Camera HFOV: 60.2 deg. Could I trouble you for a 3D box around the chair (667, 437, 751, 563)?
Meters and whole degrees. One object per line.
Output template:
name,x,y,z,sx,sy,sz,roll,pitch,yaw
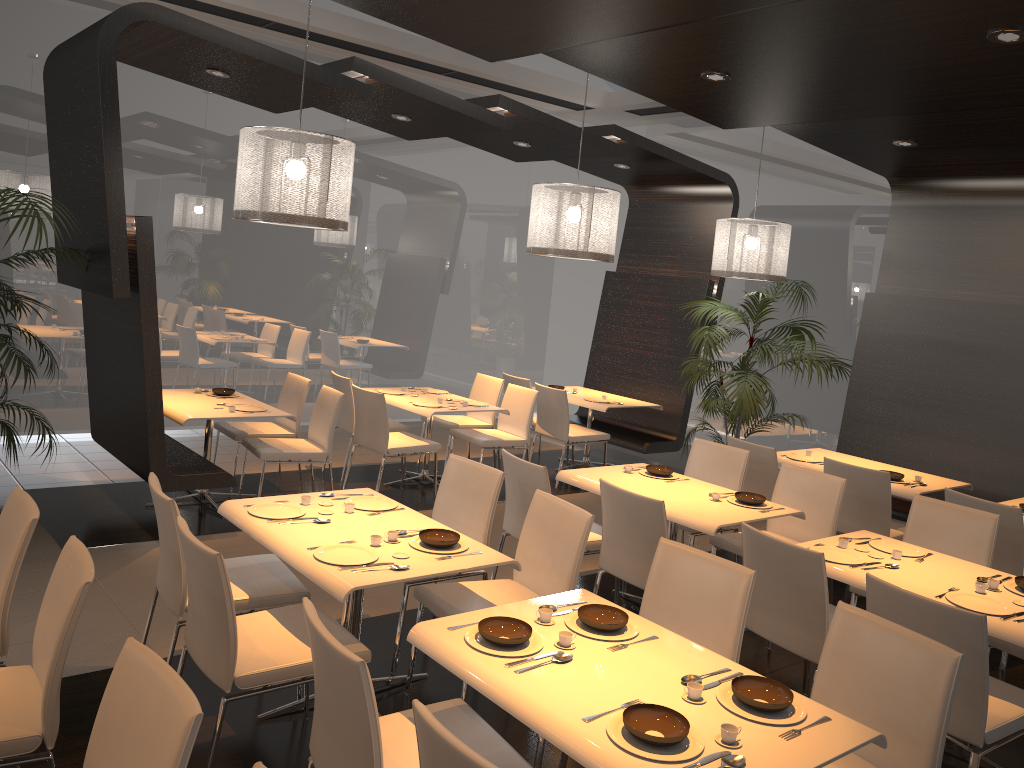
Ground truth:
chair,1.125,0.823,5.595,0.604,0.866,0.487,2,5,-42

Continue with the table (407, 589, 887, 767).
table,0.309,1.195,2.572,0.799,0.723,1.155,1,7,-39

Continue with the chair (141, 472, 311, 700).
chair,-1.207,0.836,3.670,0.604,0.866,0.487,3,4,-32

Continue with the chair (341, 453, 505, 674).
chair,-0.420,0.831,4.324,0.604,0.866,0.487,2,5,-42

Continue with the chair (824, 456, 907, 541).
chair,2.296,0.926,5.692,0.604,0.871,0.487,2,5,-42

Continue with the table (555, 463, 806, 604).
table,0.987,0.952,5.053,1.051,0.723,1.155,1,7,-39

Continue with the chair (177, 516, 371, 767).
chair,-0.882,0.932,3.147,0.604,0.866,0.487,2,5,-37

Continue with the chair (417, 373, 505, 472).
chair,-0.455,0.358,8.116,0.604,0.871,0.487,2,5,-37

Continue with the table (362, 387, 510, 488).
table,-0.713,0.481,7.515,0.799,0.723,1.155,1,7,-39

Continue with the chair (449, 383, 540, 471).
chair,-0.153,0.456,7.546,0.604,0.866,0.487,2,5,-37

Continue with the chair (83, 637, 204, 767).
chair,-1.029,1.084,1.832,0.604,0.871,0.487,2,5,-42

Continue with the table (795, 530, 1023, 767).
table,1.835,1.188,3.822,0.799,0.723,1.155,1,7,-39

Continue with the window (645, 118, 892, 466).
window,3.516,-0.911,8.689,0.070,3.962,6.628,3,6,-39

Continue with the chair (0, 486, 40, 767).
chair,-1.980,0.845,2.991,0.604,0.866,0.487,2,5,-37

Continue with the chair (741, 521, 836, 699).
chair,1.291,1.064,3.804,0.604,0.871,0.487,3,4,-32

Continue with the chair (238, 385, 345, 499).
chair,-1.575,0.466,6.356,0.604,0.866,0.487,3,4,-32

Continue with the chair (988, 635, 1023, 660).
chair,2.450,1.168,3.865,0.604,0.871,0.487,3,4,-32

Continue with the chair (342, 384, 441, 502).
chair,-0.935,0.464,6.886,0.604,0.871,0.487,2,5,-42

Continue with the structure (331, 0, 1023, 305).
structure,0.029,-0.880,3.044,10.648,1.729,2.922,0,8,-39

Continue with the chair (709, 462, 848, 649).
chair,1.505,0.931,5.015,0.604,0.866,0.487,2,5,-37

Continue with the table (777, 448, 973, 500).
table,2.444,0.948,6.227,0.799,0.723,1.155,1,7,-39

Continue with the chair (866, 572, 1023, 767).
chair,1.608,1.161,3.267,0.604,0.871,0.487,2,5,-37

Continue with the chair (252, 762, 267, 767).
chair,-0.612,1.182,1.366,0.604,0.871,0.487,2,5,-37

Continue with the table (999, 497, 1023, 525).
table,3.407,1.182,5.096,0.799,0.723,1.155,1,7,-39

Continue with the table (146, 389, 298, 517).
table,-2.181,0.487,6.327,0.799,0.723,1.155,1,7,-39

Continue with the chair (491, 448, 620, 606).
chair,0.246,0.826,4.884,0.604,0.866,0.487,3,4,-32

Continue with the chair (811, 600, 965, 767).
chair,0.924,1.174,2.615,0.604,0.866,0.487,3,4,-32

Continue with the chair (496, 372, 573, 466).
chair,0.214,0.351,8.676,0.604,0.866,0.487,2,5,-37

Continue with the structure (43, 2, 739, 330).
structure,-0.527,-1.471,7.401,5.926,1.720,1.411,0,7,-39

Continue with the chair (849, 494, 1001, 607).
chair,2.070,1.060,4.444,0.604,0.871,0.487,2,5,-42

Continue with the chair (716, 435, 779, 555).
chair,1.800,0.823,6.138,0.604,0.871,0.487,3,4,-32

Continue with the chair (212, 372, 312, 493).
chair,-1.940,0.368,6.876,0.604,0.871,0.487,2,5,-37

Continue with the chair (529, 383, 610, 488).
chair,0.516,0.454,8.106,0.604,0.871,0.487,2,5,-37

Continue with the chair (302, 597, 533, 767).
chair,-0.290,1.072,2.486,0.604,0.866,0.487,3,4,-32

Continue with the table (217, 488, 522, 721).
table,-0.656,0.961,3.702,0.799,0.723,1.155,1,7,-39

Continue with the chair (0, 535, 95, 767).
chair,-1.563,0.943,2.526,0.604,0.866,0.487,3,4,-32

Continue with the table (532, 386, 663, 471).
table,0.761,0.475,8.713,0.799,0.723,1.155,1,7,-39

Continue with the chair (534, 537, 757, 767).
chair,0.485,1.067,3.146,0.604,0.871,0.487,2,5,-42

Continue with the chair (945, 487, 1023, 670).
chair,2.763,1.054,5.007,0.604,0.866,0.487,3,4,-32

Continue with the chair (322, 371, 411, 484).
chair,-1.238,0.354,7.516,0.604,0.866,0.487,3,4,-32

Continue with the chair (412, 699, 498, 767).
chair,0.082,1.166,2.018,0.604,0.866,0.487,2,5,-42

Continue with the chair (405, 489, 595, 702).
chair,-0.041,0.942,3.745,0.604,0.871,0.487,3,4,-32

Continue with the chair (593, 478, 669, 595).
chair,0.740,0.935,4.408,0.604,0.871,0.487,2,5,-37
